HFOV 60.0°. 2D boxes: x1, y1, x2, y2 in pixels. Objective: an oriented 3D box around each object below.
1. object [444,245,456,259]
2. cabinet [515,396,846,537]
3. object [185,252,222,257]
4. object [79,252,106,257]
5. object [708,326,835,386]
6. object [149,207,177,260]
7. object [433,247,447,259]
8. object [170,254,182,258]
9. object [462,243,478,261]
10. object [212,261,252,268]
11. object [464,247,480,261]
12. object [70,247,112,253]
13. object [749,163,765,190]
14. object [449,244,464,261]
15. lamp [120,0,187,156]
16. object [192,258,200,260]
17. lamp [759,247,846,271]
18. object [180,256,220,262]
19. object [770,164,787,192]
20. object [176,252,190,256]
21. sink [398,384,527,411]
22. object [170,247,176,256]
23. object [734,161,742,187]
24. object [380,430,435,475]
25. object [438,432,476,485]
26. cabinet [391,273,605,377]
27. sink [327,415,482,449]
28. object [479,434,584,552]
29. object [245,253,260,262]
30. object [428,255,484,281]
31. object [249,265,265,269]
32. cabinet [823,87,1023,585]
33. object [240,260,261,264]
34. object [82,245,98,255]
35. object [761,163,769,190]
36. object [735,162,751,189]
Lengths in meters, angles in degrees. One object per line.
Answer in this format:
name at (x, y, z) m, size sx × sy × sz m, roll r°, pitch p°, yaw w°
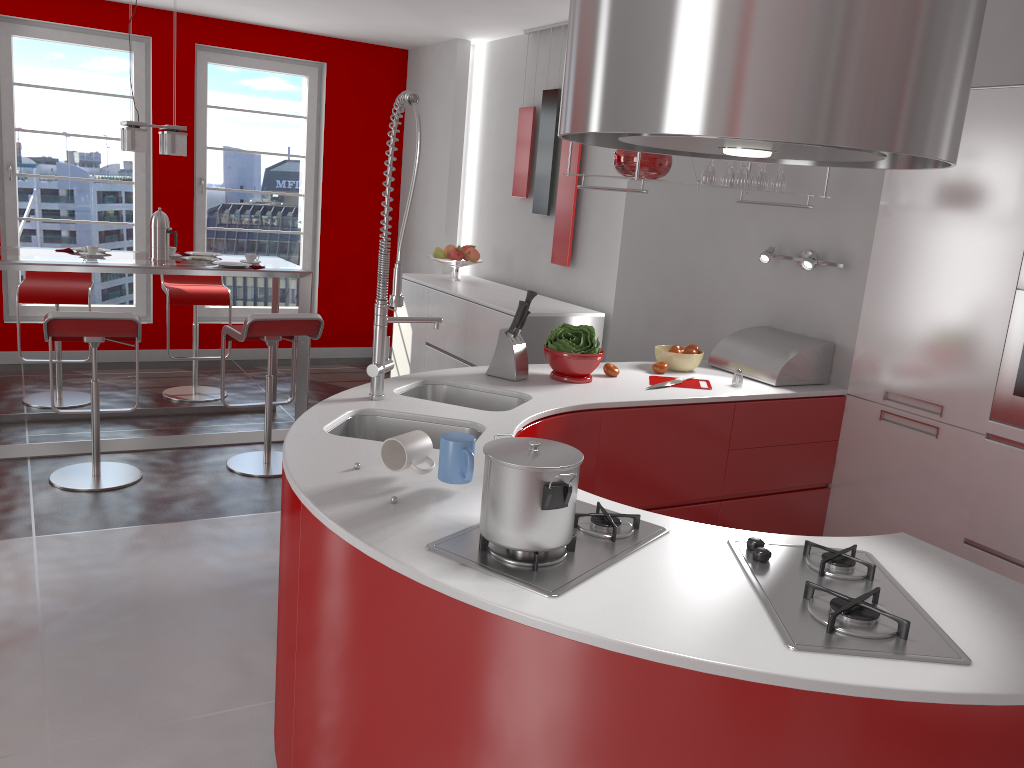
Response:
object at (-0.445, -0.952, 6.393) m, size 0.096 × 0.105 × 0.117 m, roll 5°, pitch 12°, yaw -1°
cabinet at (0.570, 0.520, 2.925) m, size 1.025 × 0.761 × 1.875 m, roll 8°, pitch 13°, yaw 15°
object at (-1.862, -0.780, 5.353) m, size 0.217 × 0.015 × 0.217 m, roll 14°, pitch 15°, yaw 35°
object at (-2.301, -0.709, 4.862) m, size 0.119 × 0.016 × 0.119 m, roll 15°, pitch 16°, yaw 39°
object at (1.082, -0.126, 3.730) m, size 0.300 × 0.170 × 0.400 m, roll -2°, pitch 14°, yaw -29°
object at (-1.951, -0.840, 4.956) m, size 0.149 × 0.287 × 0.113 m, roll 0°, pitch 13°, yaw -21°
object at (-0.508, -0.921, 6.264) m, size 0.100 × 0.086 × 0.083 m, roll 9°, pitch 13°, yaw 19°
object at (-1.984, -0.746, 5.154) m, size 0.119 × 0.016 × 0.119 m, roll -3°, pitch 15°, yaw -32°
object at (-0.324, -0.951, 6.376) m, size 0.117 × 0.129 × 0.150 m, roll 9°, pitch 13°, yaw 17°
object at (-1.559, -0.663, 4.943) m, size 0.217 × 0.015 × 0.217 m, roll 6°, pitch 13°, yaw 6°
object at (-0.273, -0.913, 6.264) m, size 0.097 × 0.101 × 0.121 m, roll 15°, pitch 16°, yaw 38°
object at (-2.396, -0.759, 5.047) m, size 0.217 × 0.015 × 0.217 m, roll 4°, pitch 13°, yaw -6°
object at (0.968, -0.830, 3.482) m, size 0.060 × 0.141 × 0.060 m, roll -2°, pitch 14°, yaw -29°
object at (-0.392, -0.918, 6.207) m, size 0.097 × 0.133 × 0.117 m, roll -5°, pitch 16°, yaw -39°
lamp at (-1.922, -1.762, 4.751) m, size 0.304 × 1.025 × 0.304 m, roll -2°, pitch 14°, yaw -29°
object at (-1.797, -0.710, 5.043) m, size 0.036 × 0.006 × 0.034 m, roll 4°, pitch 13°, yaw -6°
lamp at (1.182, -0.520, 3.699) m, size 0.155 × 0.081 × 0.454 m, roll -2°, pitch 14°, yaw -29°
object at (-1.783, -0.711, 5.072) m, size 0.217 × 0.015 × 0.217 m, roll 7°, pitch 13°, yaw 7°
object at (1.057, -0.826, 3.497) m, size 0.060 × 0.141 × 0.060 m, roll -2°, pitch 14°, yaw -29°
object at (-1.984, -0.774, 5.288) m, size 0.095 × 0.012 × 0.234 m, roll -2°, pitch 14°, yaw -30°
sink at (-0.170, 0.136, 2.967) m, size 0.428 × 0.172 × 0.326 m, roll 10°, pitch 13°, yaw 20°
object at (-1.990, -0.770, 5.151) m, size 0.078 × 0.049 × 0.062 m, roll 7°, pitch 13°, yaw 10°
object at (0.911, -0.854, 3.566) m, size 0.060 × 0.141 × 0.060 m, roll 14°, pitch 15°, yaw 36°
object at (-0.233, 0.159, 2.063) m, size 0.109 × 0.080 × 0.100 m, roll 12°, pitch 14°, yaw 29°
object at (-0.114, 0.171, 2.012) m, size 0.109 × 0.100 × 0.080 m, roll 13°, pitch 15°, yaw 32°
cabinet at (-0.184, -0.189, 5.978) m, size 0.610 × 0.880 × 1.802 m, roll -2°, pitch 14°, yaw -29°
sink at (-0.304, 0.226, 2.507) m, size 0.428 × 0.172 × 0.326 m, roll 7°, pitch 13°, yaw 9°
object at (0.034, 0.198, 1.674) m, size 0.218 × 0.185 × 0.189 m, roll 10°, pitch 13°, yaw 22°
object at (-1.517, -0.733, 5.169) m, size 0.078 × 0.049 × 0.062 m, roll -2°, pitch 14°, yaw -30°
object at (-0.406, -0.818, 6.323) m, size 0.398 × 0.159 × 0.398 m, roll 9°, pitch 13°, yaw 19°
object at (-1.436, -0.664, 5.005) m, size 0.095 × 0.012 × 0.234 m, roll -2°, pitch 14°, yaw -29°
cabinet at (2.209, 0.159, 2.687) m, size 0.614 × 2.026 × 2.398 m, roll -2°, pitch 14°, yaw -29°
object at (-1.525, -0.709, 5.170) m, size 0.119 × 0.016 × 0.119 m, roll 3°, pitch 13°, yaw -10°
object at (-2.307, -0.733, 4.856) m, size 0.078 × 0.049 × 0.062 m, roll 3°, pitch 13°, yaw -7°
object at (1.007, -0.845, 3.564) m, size 0.060 × 0.141 × 0.060 m, roll -2°, pitch 14°, yaw -29°
object at (0.895, -0.822, 3.414) m, size 0.060 × 0.141 × 0.060 m, roll -2°, pitch 14°, yaw -29°
